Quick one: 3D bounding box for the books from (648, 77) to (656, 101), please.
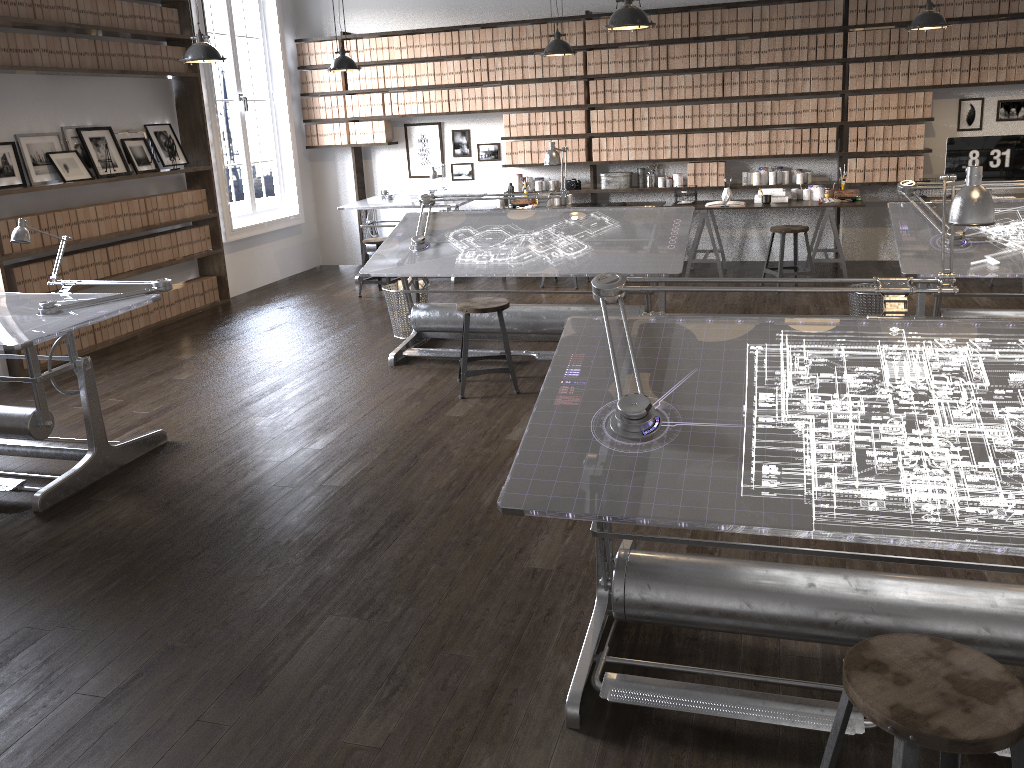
[{"bbox_3d":[1.343,-2.818,8.471,0.067,0.223,0.177,1,16,17],"label":"books"}]

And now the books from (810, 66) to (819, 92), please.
[{"bbox_3d":[2.750,-2.764,8.047,0.067,0.223,0.177,1,16,17],"label":"books"}]

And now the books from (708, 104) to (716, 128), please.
[{"bbox_3d":[1.891,-2.533,8.380,0.067,0.223,0.176,1,16,17],"label":"books"}]

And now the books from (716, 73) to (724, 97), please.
[{"bbox_3d":[1.946,-2.795,8.289,0.067,0.223,0.177,1,16,17],"label":"books"}]

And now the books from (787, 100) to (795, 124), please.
[{"bbox_3d":[2.574,-2.506,8.173,0.067,0.223,0.177,1,16,17],"label":"books"}]

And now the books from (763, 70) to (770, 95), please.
[{"bbox_3d":[2.351,-2.780,8.171,0.067,0.223,0.177,1,16,17],"label":"books"}]

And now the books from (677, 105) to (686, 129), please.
[{"bbox_3d":[1.621,-2.543,8.461,0.067,0.223,0.177,1,16,17],"label":"books"}]

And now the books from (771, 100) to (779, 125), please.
[{"bbox_3d":[2.443,-2.513,8.218,0.067,0.223,0.176,1,16,17],"label":"books"}]

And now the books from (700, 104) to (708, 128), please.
[{"bbox_3d":[1.825,-2.537,8.403,0.067,0.223,0.176,1,16,17],"label":"books"}]

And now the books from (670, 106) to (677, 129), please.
[{"bbox_3d":[1.561,-2.546,8.480,0.067,0.223,0.177,1,16,17],"label":"books"}]

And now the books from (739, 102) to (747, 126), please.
[{"bbox_3d":[2.164,-2.524,8.302,0.067,0.223,0.177,1,16,17],"label":"books"}]

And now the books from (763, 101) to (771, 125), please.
[{"bbox_3d":[2.374,-2.515,8.234,0.067,0.223,0.176,1,16,17],"label":"books"}]

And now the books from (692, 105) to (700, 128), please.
[{"bbox_3d":[1.758,-2.539,8.422,0.067,0.223,0.177,1,16,17],"label":"books"}]

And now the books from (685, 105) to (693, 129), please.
[{"bbox_3d":[1.689,-2.540,8.438,0.067,0.223,0.177,1,16,17],"label":"books"}]

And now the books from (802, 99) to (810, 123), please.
[{"bbox_3d":[2.699,-2.503,8.138,0.067,0.223,0.177,1,16,17],"label":"books"}]

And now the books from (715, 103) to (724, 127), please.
[{"bbox_3d":[1.960,-2.530,8.356,0.067,0.223,0.177,1,16,17],"label":"books"}]

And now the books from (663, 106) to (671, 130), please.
[{"bbox_3d":[1.496,-2.547,8.495,0.067,0.223,0.177,1,16,17],"label":"books"}]

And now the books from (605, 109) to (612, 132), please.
[{"bbox_3d":[0.961,-2.567,8.654,0.067,0.223,0.177,1,16,17],"label":"books"}]

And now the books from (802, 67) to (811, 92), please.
[{"bbox_3d":[2.681,-2.767,8.071,0.067,0.223,0.176,1,16,17],"label":"books"}]

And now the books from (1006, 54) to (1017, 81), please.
[{"bbox_3d":[4.266,-2.715,7.600,0.067,0.223,0.176,1,16,17],"label":"books"}]

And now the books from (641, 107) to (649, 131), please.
[{"bbox_3d":[1.296,-2.555,8.556,0.067,0.223,0.176,1,16,17],"label":"books"}]

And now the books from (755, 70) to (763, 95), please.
[{"bbox_3d":[2.286,-2.781,8.186,0.067,0.223,0.177,1,16,17],"label":"books"}]

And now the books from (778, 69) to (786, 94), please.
[{"bbox_3d":[2.480,-2.775,8.129,0.067,0.223,0.177,1,16,17],"label":"books"}]

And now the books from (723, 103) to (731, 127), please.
[{"bbox_3d":[2.029,-2.527,8.335,0.067,0.223,0.177,1,16,17],"label":"books"}]

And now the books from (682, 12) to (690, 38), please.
[{"bbox_3d":[1.623,-3.335,8.246,0.067,0.223,0.177,1,16,17],"label":"books"}]

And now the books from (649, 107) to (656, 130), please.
[{"bbox_3d":[1.365,-2.554,8.540,0.067,0.223,0.176,1,16,17],"label":"books"}]

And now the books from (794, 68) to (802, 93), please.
[{"bbox_3d":[2.616,-2.771,8.095,0.067,0.223,0.176,1,16,17],"label":"books"}]

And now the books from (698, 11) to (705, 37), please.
[{"bbox_3d":[1.766,-3.329,8.204,0.067,0.223,0.177,1,16,17],"label":"books"}]

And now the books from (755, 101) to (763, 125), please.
[{"bbox_3d":[2.307,-2.518,8.259,0.067,0.223,0.177,1,16,17],"label":"books"}]

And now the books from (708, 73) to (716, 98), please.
[{"bbox_3d":[1.876,-2.799,8.315,0.067,0.223,0.177,1,16,17],"label":"books"}]

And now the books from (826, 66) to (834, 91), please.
[{"bbox_3d":[2.875,-2.760,8.014,0.067,0.223,0.177,1,16,17],"label":"books"}]

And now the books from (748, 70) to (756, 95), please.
[{"bbox_3d":[2.223,-2.786,8.211,0.067,0.223,0.177,1,16,17],"label":"books"}]

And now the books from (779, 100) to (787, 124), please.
[{"bbox_3d":[2.511,-2.511,8.197,0.067,0.223,0.177,1,16,17],"label":"books"}]

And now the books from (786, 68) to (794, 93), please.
[{"bbox_3d":[2.548,-2.773,8.113,0.067,0.223,0.177,1,16,17],"label":"books"}]

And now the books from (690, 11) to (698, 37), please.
[{"bbox_3d":[1.693,-3.330,8.220,0.067,0.223,0.177,1,16,17],"label":"books"}]

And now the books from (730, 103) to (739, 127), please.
[{"bbox_3d":[2.091,-2.526,8.321,0.067,0.223,0.177,1,16,17],"label":"books"}]

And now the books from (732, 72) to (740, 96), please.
[{"bbox_3d":[2.086,-2.790,8.248,0.067,0.223,0.176,1,16,17],"label":"books"}]

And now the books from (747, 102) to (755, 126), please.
[{"bbox_3d":[2.233,-2.520,8.275,0.067,0.223,0.177,1,16,17],"label":"books"}]

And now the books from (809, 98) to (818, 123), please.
[{"bbox_3d":[2.762,-2.500,8.118,0.067,0.223,0.177,1,16,17],"label":"books"}]

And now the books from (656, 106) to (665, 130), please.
[{"bbox_3d":[1.433,-2.551,8.520,0.067,0.223,0.177,1,16,17],"label":"books"}]

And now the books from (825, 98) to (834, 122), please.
[{"bbox_3d":[2.898,-2.496,8.083,0.067,0.223,0.176,1,16,17],"label":"books"}]

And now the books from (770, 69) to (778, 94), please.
[{"bbox_3d":[2.411,-2.778,8.152,0.067,0.223,0.177,1,16,17],"label":"books"}]

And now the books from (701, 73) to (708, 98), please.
[{"bbox_3d":[1.813,-2.801,8.332,0.067,0.223,0.177,1,16,17],"label":"books"}]

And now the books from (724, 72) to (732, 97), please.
[{"bbox_3d":[2.019,-2.794,8.272,0.067,0.223,0.177,1,16,17],"label":"books"}]

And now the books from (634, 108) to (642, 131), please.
[{"bbox_3d":[1.229,-2.559,8.581,0.067,0.223,0.177,1,16,17],"label":"books"}]

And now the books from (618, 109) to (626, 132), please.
[{"bbox_3d":[1.086,-2.565,8.624,0.067,0.223,0.177,1,16,17],"label":"books"}]

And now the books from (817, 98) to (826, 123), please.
[{"bbox_3d":[2.830,-2.498,8.101,0.067,0.223,0.177,1,16,17],"label":"books"}]

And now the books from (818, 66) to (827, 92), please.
[{"bbox_3d":[2.813,-2.761,8.028,0.067,0.223,0.177,1,16,17],"label":"books"}]

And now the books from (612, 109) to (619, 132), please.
[{"bbox_3d":[1.023,-2.566,8.640,0.067,0.223,0.177,1,16,17],"label":"books"}]

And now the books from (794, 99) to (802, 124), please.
[{"bbox_3d":[2.639,-2.505,8.158,0.067,0.223,0.177,1,16,17],"label":"books"}]

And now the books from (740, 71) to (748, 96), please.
[{"bbox_3d":[2.155,-2.788,8.231,0.067,0.223,0.176,1,16,17],"label":"books"}]

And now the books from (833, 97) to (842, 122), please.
[{"bbox_3d":[2.958,-2.492,8.058,0.067,0.223,0.177,1,16,17],"label":"books"}]

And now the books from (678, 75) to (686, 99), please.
[{"bbox_3d":[1.613,-2.808,8.390,0.067,0.223,0.176,1,16,17],"label":"books"}]

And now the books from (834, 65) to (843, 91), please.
[{"bbox_3d":[2.943,-2.758,7.995,0.067,0.223,0.177,1,16,17],"label":"books"}]

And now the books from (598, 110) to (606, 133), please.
[{"bbox_3d":[0.892,-2.570,8.675,0.067,0.223,0.177,1,16,17],"label":"books"}]

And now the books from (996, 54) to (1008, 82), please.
[{"bbox_3d":[4.198,-2.716,7.616,0.067,0.223,0.176,1,16,17],"label":"books"}]

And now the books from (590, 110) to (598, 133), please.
[{"bbox_3d":[0.823,-2.574,8.699,0.067,0.223,0.176,1,16,17],"label":"books"}]

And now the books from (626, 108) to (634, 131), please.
[{"bbox_3d":[1.156,-2.560,8.597,0.067,0.223,0.177,1,16,17],"label":"books"}]
